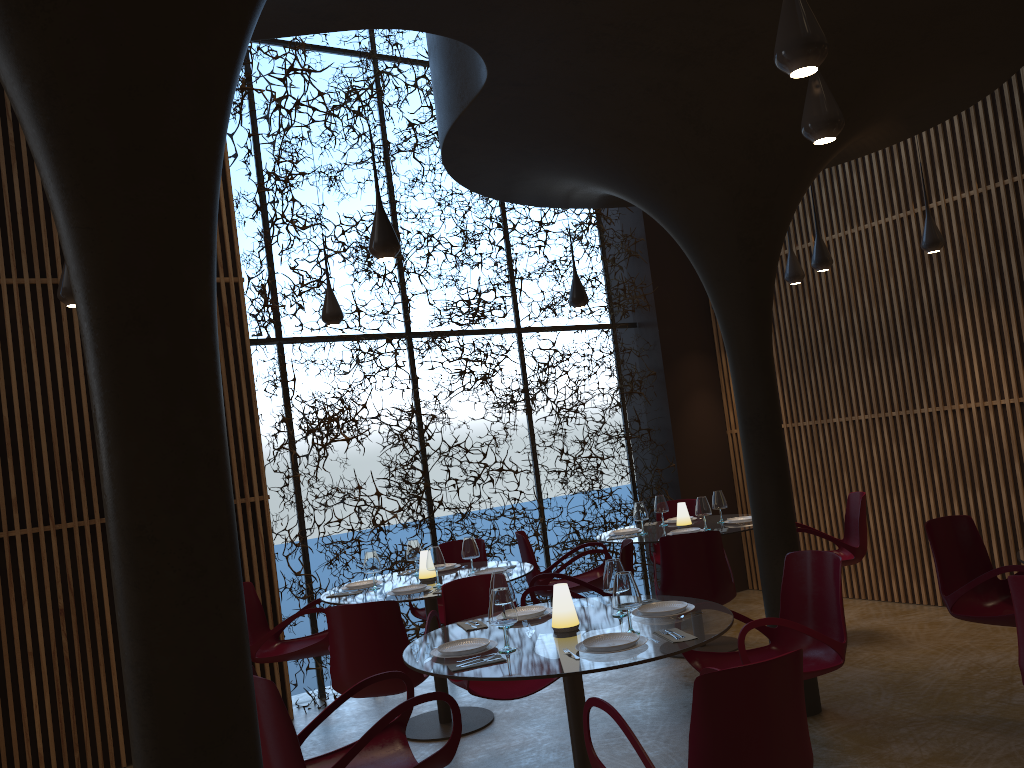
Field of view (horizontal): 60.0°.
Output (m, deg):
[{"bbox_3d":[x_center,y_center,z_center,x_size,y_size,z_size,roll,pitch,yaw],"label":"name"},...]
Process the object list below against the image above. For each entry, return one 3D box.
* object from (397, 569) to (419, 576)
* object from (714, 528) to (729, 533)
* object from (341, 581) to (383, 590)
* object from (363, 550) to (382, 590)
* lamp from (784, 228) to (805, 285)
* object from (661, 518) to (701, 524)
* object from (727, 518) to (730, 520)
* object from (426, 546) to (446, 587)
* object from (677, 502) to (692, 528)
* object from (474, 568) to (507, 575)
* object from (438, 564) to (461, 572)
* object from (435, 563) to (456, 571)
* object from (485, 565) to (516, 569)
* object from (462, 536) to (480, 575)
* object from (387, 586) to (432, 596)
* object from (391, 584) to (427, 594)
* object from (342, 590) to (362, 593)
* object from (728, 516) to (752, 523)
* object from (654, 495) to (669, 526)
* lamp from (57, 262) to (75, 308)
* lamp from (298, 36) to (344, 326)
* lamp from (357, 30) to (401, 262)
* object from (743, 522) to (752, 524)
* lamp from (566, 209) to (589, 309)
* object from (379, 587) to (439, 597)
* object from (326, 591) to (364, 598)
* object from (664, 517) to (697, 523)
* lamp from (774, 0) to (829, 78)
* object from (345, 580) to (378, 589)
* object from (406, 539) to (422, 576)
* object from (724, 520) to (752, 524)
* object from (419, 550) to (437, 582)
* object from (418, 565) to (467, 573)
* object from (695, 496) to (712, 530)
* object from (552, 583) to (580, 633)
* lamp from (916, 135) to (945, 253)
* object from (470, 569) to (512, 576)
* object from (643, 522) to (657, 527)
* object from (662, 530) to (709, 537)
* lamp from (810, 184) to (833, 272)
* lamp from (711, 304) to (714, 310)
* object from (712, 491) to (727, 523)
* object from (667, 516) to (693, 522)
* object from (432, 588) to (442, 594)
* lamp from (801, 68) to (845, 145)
[{"bbox_3d":[-0.883,1.615,7.598,0.126,0.017,0.262,-8,-4,14],"label":"object"},{"bbox_3d":[1.813,1.275,7.706,0.126,0.017,0.262,-9,-4,17],"label":"object"},{"bbox_3d":[-1.197,1.611,7.071,0.332,0.014,0.331,-10,-5,38],"label":"object"},{"bbox_3d":[-1.081,1.445,6.886,0.142,0.295,0.142,-6,-3,-34],"label":"object"},{"bbox_3d":[2.405,-4.098,8.898,0.196,6.269,0.195,-10,-3,42],"label":"lamp"},{"bbox_3d":[1.687,1.365,8.851,0.411,0.012,0.204,-8,-4,10],"label":"object"},{"bbox_3d":[2.181,1.280,8.457,0.262,0.017,0.126,-8,-4,8],"label":"object"},{"bbox_3d":[-0.564,1.359,6.595,0.142,0.295,0.142,-6,-3,-17],"label":"object"},{"bbox_3d":[1.606,1.230,8.329,0.145,0.232,0.142,-9,-3,32],"label":"object"},{"bbox_3d":[-0.163,1.451,6.819,0.263,0.029,0.264,-4,-5,-40],"label":"object"},{"bbox_3d":[-0.598,1.564,7.509,0.331,0.014,0.332,-4,-5,-41],"label":"object"},{"bbox_3d":[-0.599,1.555,7.509,0.263,0.029,0.263,-8,-4,4],"label":"object"},{"bbox_3d":[-0.099,1.480,7.115,0.262,0.017,0.126,-8,-4,8],"label":"object"},{"bbox_3d":[-0.325,1.356,7.004,0.142,0.295,0.142,-8,-3,7],"label":"object"},{"bbox_3d":[-0.748,1.512,6.473,0.331,0.014,0.332,-6,-4,-24],"label":"object"},{"bbox_3d":[-0.749,1.502,6.473,0.263,0.029,0.263,-9,-4,18],"label":"object"},{"bbox_3d":[-1.196,1.613,7.075,0.204,0.012,0.411,-8,-4,8],"label":"object"},{"bbox_3d":[2.118,1.250,8.161,0.263,0.029,0.264,-5,-5,-30],"label":"object"},{"bbox_3d":[1.472,1.244,8.727,0.142,0.295,0.142,-6,-3,-32],"label":"object"},{"bbox_3d":[-3.162,-3.601,5.742,0.196,6.269,0.195,-9,-3,32],"label":"lamp"},{"bbox_3d":[-1.945,-3.614,7.808,0.196,6.269,0.196,-7,-2,-8],"label":"lamp"},{"bbox_3d":[-1.172,-3.869,5.562,0.196,6.269,0.196,-8,-2,12],"label":"lamp"},{"bbox_3d":[2.119,1.261,8.156,0.204,0.012,0.411,-8,-4,4],"label":"object"},{"bbox_3d":[0.251,-3.838,8.655,0.196,6.269,0.196,-7,-2,-8],"label":"lamp"},{"bbox_3d":[-0.752,1.514,6.474,0.411,0.012,0.204,-8,-4,13],"label":"object"},{"bbox_3d":[-1.278,1.609,6.780,0.262,0.017,0.126,-8,-4,12],"label":"object"},{"bbox_3d":[1.682,1.364,8.851,0.331,0.014,0.332,-4,-5,-41],"label":"object"},{"bbox_3d":[0.678,-4.256,3.404,0.196,6.269,0.196,-7,-2,2],"label":"lamp"},{"bbox_3d":[-1.198,1.602,7.071,0.263,0.029,0.263,-9,-4,28],"label":"object"},{"bbox_3d":[-0.808,1.445,7.385,0.142,0.295,0.142,-6,-3,-21],"label":"object"},{"bbox_3d":[2.119,1.260,8.161,0.332,0.014,0.331,-10,-5,31],"label":"object"},{"bbox_3d":[-0.674,1.431,6.987,0.142,0.232,0.144,-8,-3,22],"label":"object"},{"bbox_3d":[-0.593,1.565,7.509,0.411,0.012,0.204,-8,-4,10],"label":"object"},{"bbox_3d":[1.716,1.158,7.937,0.142,0.295,0.142,-8,-3,16],"label":"object"},{"bbox_3d":[0.262,1.141,4.533,0.142,0.232,0.144,-8,-3,12],"label":"object"},{"bbox_3d":[3.355,-4.281,8.022,0.195,6.269,0.196,-7,-3,-18],"label":"lamp"},{"bbox_3d":[-0.162,1.461,6.819,0.331,0.014,0.332,-4,-5,-40],"label":"object"},{"bbox_3d":[1.397,1.414,8.940,0.126,0.017,0.262,-8,-4,14],"label":"object"},{"bbox_3d":[1.528,1.313,7.816,0.411,0.012,0.204,-8,-4,13],"label":"object"},{"bbox_3d":[2.462,-4.148,8.284,0.195,6.269,0.196,-7,-3,-18],"label":"lamp"},{"bbox_3d":[2.024,-3.943,10.430,0.196,6.269,0.196,-7,-2,-8],"label":"lamp"},{"bbox_3d":[1.955,1.156,8.346,0.142,0.295,0.142,-7,-3,-16],"label":"object"},{"bbox_3d":[1.681,1.354,8.851,0.263,0.029,0.263,-8,-4,11],"label":"object"},{"bbox_3d":[-0.467,1.476,6.364,0.126,0.017,0.262,-9,-4,17],"label":"object"},{"bbox_3d":[1.066,-4.245,4.285,0.196,6.269,0.196,-7,-2,2],"label":"lamp"}]
